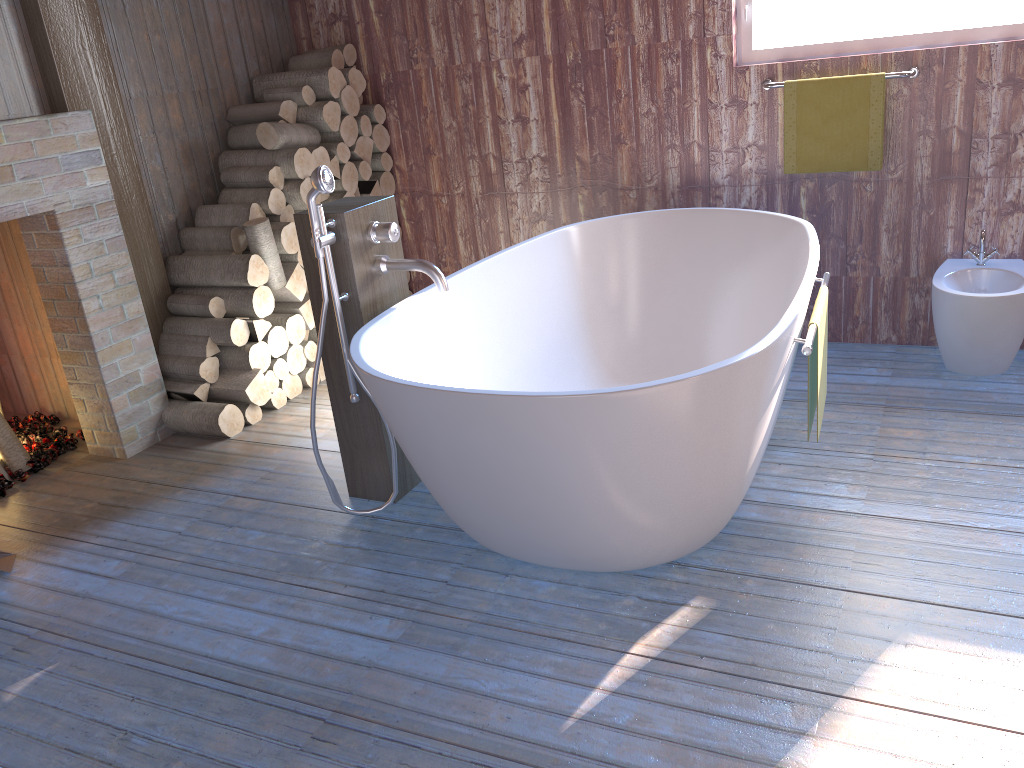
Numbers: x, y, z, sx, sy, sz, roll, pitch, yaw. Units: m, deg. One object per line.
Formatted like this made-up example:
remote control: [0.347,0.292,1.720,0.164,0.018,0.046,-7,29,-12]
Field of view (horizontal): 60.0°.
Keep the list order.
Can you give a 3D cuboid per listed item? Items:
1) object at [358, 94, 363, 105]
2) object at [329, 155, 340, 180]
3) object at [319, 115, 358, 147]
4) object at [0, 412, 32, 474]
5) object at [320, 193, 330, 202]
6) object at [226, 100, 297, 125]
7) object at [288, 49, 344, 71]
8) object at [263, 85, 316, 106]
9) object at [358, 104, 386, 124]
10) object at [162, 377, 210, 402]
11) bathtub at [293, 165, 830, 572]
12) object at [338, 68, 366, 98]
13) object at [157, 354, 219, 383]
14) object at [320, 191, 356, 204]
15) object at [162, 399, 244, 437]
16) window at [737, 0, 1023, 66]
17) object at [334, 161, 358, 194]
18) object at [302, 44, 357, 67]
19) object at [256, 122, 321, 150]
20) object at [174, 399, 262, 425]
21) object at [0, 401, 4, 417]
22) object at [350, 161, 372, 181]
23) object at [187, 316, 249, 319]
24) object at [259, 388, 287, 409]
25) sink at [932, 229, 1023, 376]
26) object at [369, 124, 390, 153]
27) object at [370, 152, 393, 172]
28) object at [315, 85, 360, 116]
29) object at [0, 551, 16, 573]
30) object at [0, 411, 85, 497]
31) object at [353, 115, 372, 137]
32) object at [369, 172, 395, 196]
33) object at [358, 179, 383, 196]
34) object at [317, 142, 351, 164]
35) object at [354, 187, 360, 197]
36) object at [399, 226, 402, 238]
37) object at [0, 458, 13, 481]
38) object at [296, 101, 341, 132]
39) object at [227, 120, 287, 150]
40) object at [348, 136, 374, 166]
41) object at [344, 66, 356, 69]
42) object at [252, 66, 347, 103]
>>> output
object: [-0.892,-1.441,4.453,0.269,0.115,0.107,4,24,27]
object: [-1.010,-0.998,4.182,0.424,0.124,0.109,4,23,26]
object: [-0.958,-1.199,4.269,0.440,0.151,0.143,4,23,27]
object: [-2.016,0.158,3.448,0.283,0.434,0.098,3,23,25]
object: [-1.005,-0.917,4.221,0.280,0.096,0.085,4,24,27]
object: [-1.150,-1.234,4.091,0.319,0.121,0.140,5,24,28]
object: [-0.952,-1.550,4.312,0.270,0.121,0.104,4,24,27]
object: [-1.025,-1.324,4.090,0.227,0.097,0.094,4,24,27]
object: [-0.847,-1.351,4.473,0.438,0.109,0.102,4,23,27]
object: [-1.391,0.030,3.704,0.280,0.093,0.099,4,24,27]
bathtub: [0.354,-0.235,2.774,1.935,1.109,1.460,-23,26,-37]
object: [-0.936,-1.451,4.324,0.456,0.142,0.133,4,24,27]
object: [-1.376,-0.069,3.718,0.303,0.120,0.114,4,24,27]
object: [-0.964,-0.855,4.304,0.437,0.143,0.141,3,23,25]
object: [-1.330,0.138,3.668,0.437,0.143,0.141,3,23,25]
window: [1.471,-1.556,3.311,1.255,0.587,0.054,4,24,27]
object: [-0.959,-0.986,4.296,0.439,0.157,0.136,4,24,27]
object: [-0.910,-1.611,4.392,0.271,0.113,0.112,4,23,26]
object: [-0.997,-1.109,3.970,0.121,0.157,0.302,4,24,27]
object: [-1.273,0.114,3.780,0.437,0.100,0.098,3,23,25]
object: [-2.172,0.118,3.643,0.266,0.459,0.140,13,29,42]
object: [-0.905,-1.053,4.393,0.438,0.109,0.102,4,23,27]
object: [-1.300,-0.295,3.924,0.278,0.085,0.086,3,23,24]
object: [0.375,-0.932,1.550,0.258,3.264,5.569,-24,27,-38]
sink: [1.747,-0.290,3.302,0.335,0.517,0.515,4,24,27]
object: [-0.843,-1.241,4.504,0.439,0.152,0.147,4,23,27]
object: [-0.823,-1.134,4.552,0.438,0.109,0.102,4,23,27]
object: [-0.956,-1.340,4.254,0.437,0.143,0.141,3,23,25]
object: [-1.720,0.187,2.620,0.206,0.871,0.126,-14,22,-18]
object: [-2.278,0.300,3.659,0.935,0.085,0.829,-3,21,10]
object: [-0.898,-1.262,4.379,0.437,0.106,0.089,4,24,27]
object: [-0.818,-0.976,4.607,0.439,0.256,0.137,4,23,27]
object: [-0.864,-0.977,4.492,0.423,0.112,0.115,4,23,27]
object: [-0.980,-1.097,4.230,0.438,0.109,0.102,4,23,27]
object: [-0.906,-0.930,4.381,0.302,0.118,0.111,4,23,25]
object: [-0.813,-0.800,4.669,0.455,0.137,0.139,3,23,25]
object: [-2.009,0.312,3.504,0.085,0.084,0.278,-12,22,-14]
object: [-1.026,-1.247,4.164,0.458,0.148,0.139,4,23,27]
object: [-1.163,-1.135,4.077,0.291,0.130,0.113,4,24,27]
object: [-0.926,-1.143,4.407,0.482,0.151,0.172,4,24,27]
object: [-0.912,-1.534,4.433,0.281,0.100,0.081,4,23,26]
object: [-1.005,-1.407,4.186,0.456,0.139,0.135,4,24,27]
